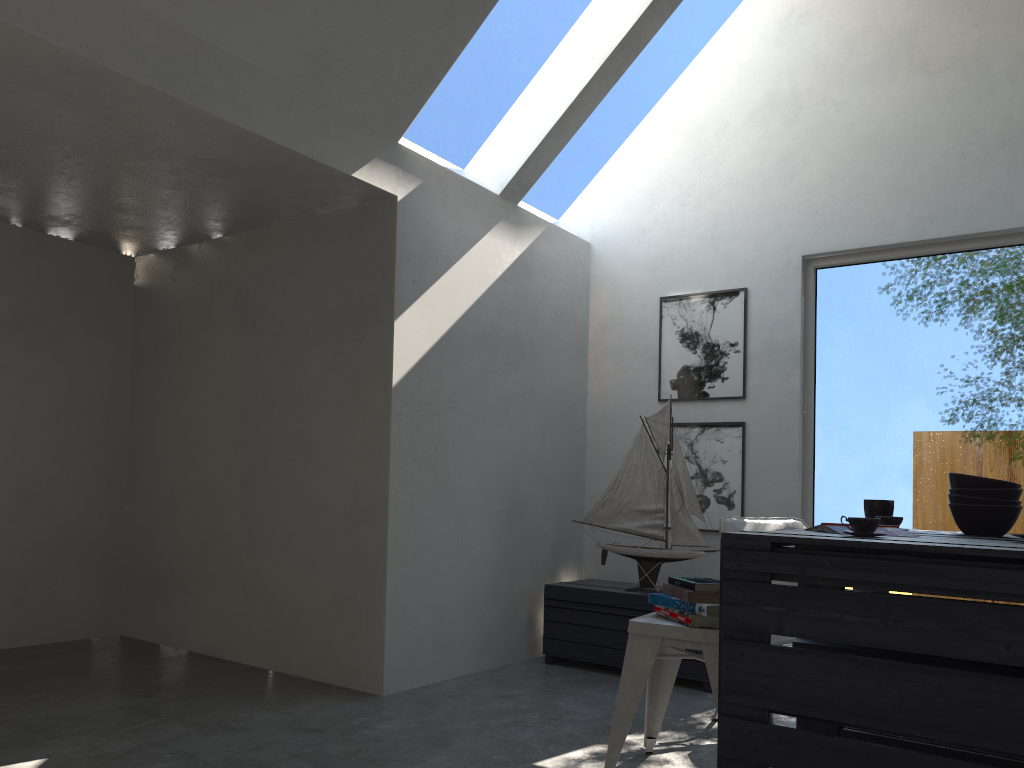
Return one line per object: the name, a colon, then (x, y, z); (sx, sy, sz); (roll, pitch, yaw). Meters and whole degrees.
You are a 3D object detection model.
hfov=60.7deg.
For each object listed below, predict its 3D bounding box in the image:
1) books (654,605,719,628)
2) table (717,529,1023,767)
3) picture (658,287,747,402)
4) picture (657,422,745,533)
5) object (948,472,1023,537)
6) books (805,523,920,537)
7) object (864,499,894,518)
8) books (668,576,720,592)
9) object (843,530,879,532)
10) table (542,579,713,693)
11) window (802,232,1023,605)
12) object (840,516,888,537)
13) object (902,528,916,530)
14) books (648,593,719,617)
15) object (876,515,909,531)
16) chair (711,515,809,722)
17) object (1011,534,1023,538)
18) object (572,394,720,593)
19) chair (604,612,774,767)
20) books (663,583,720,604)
books: (0.595, 0.724, 2.742); (0.195, 0.035, 0.291); (3, -7, -10)
table: (1.602, 0.844, 2.438); (1.598, 0.793, 1.517); (-2, -7, 35)
picture: (1.023, -0.202, 4.713); (0.501, 0.581, 0.024); (-1, -3, 36)
picture: (1.007, 0.498, 4.690); (0.501, 0.581, 0.024); (-1, -3, 36)
object: (1.607, 0.411, 2.973); (0.227, 0.213, 0.183); (-1, -5, 36)
books: (1.067, 0.445, 2.684); (0.225, 0.030, 0.304); (2, -7, 2)
object: (1.359, 0.484, 3.243); (0.106, 0.109, 0.124); (0, -5, 26)
books: (0.599, 0.629, 2.746); (0.142, 0.025, 0.209); (3, -7, -10)
object: (0.983, 0.418, 2.468); (0.126, 0.013, 0.029); (6, -7, -26)
table: (0.691, 1.251, 4.443); (0.983, 0.413, 0.496); (-2, -7, 36)
window: (1.902, 0.404, 4.136); (1.045, 2.120, 0.056); (0, -3, 36)
object: (0.977, 0.396, 2.428); (0.123, 0.056, 0.110); (-4, -8, 43)
object: (1.314, 0.488, 2.934); (0.027, 0.013, 0.137); (4, -7, -21)
books: (0.596, 0.690, 2.743); (0.189, 0.033, 0.298); (5, -8, -24)
object: (1.274, 0.472, 2.953); (0.121, 0.056, 0.111); (0, -7, 23)
chair: (1.191, 0.923, 3.296); (0.665, 0.815, 0.811); (4, -5, -25)
object: (1.519, 0.430, 2.415); (0.249, 0.019, 0.221); (-4, -9, 40)
object: (0.661, 0.549, 4.408); (0.838, 0.986, 0.133); (-1, -3, 36)
chair: (0.571, 0.995, 2.737); (0.462, 0.502, 0.399); (0, -5, 30)
books: (0.599, 0.658, 2.749); (0.174, 0.032, 0.258); (3, -7, -5)
